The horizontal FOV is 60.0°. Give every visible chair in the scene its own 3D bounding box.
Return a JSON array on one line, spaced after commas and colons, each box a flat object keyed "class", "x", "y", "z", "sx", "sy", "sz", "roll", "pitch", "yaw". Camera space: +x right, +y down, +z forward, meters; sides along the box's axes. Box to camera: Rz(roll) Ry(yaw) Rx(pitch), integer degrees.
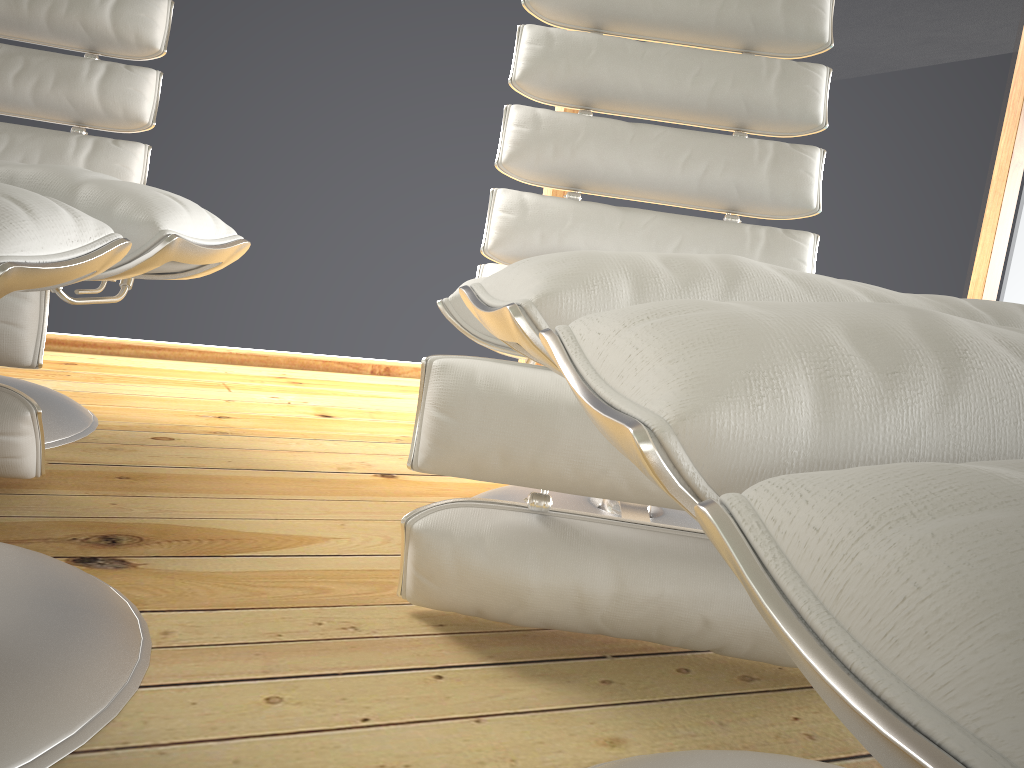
[{"class": "chair", "x": 0.231, "y": -0.230, "z": 1.297, "sx": 0.569, "sy": 0.965, "sz": 0.917, "roll": 8, "pitch": 8, "yaw": 1}, {"class": "chair", "x": -0.938, "y": -0.424, "z": 1.459, "sx": 0.569, "sy": 0.965, "sz": 0.918, "roll": 6, "pitch": 8, "yaw": -14}]

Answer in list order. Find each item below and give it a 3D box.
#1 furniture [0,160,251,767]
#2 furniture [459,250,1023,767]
[{"class": "furniture", "x": -0.580, "y": 0.025, "z": 0.647, "sx": 0.570, "sy": 0.438, "sz": 0.688, "roll": 10, "pitch": 9, "yaw": 11}, {"class": "furniture", "x": 0.275, "y": 0.181, "z": 0.442, "sx": 0.569, "sy": 0.438, "sz": 0.689, "roll": 6, "pitch": 9, "yaw": -17}]
